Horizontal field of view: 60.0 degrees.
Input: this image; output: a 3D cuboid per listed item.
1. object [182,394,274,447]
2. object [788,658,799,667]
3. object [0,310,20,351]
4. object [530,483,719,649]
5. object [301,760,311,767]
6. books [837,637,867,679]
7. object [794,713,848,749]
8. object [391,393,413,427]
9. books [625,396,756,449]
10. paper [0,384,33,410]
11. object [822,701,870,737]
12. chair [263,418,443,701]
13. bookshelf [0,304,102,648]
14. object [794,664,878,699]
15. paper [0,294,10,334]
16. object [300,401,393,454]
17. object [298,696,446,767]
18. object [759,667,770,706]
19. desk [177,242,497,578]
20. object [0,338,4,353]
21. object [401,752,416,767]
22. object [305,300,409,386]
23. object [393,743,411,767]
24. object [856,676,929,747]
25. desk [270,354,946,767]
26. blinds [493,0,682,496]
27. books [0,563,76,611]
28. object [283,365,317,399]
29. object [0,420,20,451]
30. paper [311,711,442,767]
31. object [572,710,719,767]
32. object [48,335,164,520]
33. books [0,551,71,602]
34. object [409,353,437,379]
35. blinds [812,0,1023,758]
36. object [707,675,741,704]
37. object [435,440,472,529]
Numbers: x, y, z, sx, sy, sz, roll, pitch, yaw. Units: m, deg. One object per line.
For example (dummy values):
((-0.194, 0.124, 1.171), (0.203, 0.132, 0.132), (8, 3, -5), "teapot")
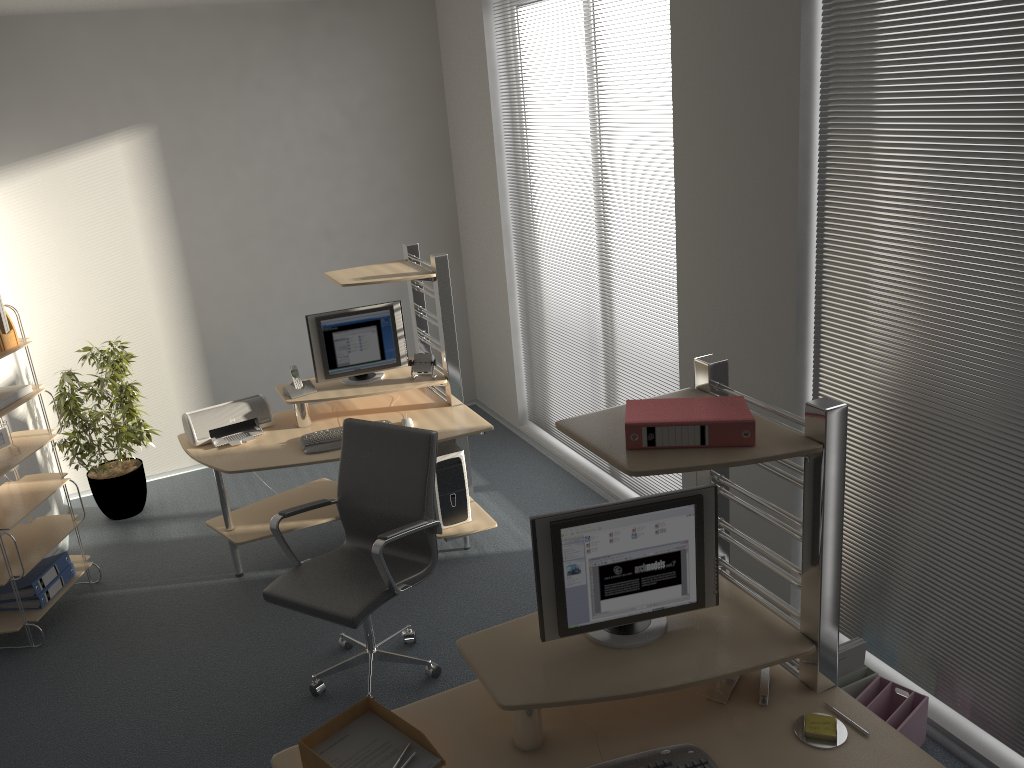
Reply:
((-1.479, 0.202, 4.688), (0.438, 0.162, 0.351), (-16, 22, -29), "object")
((1.144, 1.126, 3.527), (0.245, 0.202, 0.185), (-13, 20, -22), "object")
((-2.548, -0.294, 4.268), (0.243, 0.259, 0.113), (-3, 19, 7), "object")
((0.316, 0.489, 2.484), (0.516, 0.418, 0.245), (-6, 19, -1), "object")
((-0.352, 0.984, 2.258), (0.309, 0.060, 0.225), (13, 26, 43), "object")
((1.221, 1.112, 3.330), (0.220, 0.306, 0.068), (-13, 20, -22), "books")
((0.798, 0.886, 2.291), (0.132, 0.026, 0.132), (-13, 20, -22), "object")
((-0.621, 0.129, 4.952), (0.168, 0.088, 0.742), (-12, 20, -20), "object")
((0.463, 0.086, 2.345), (0.320, 0.072, 0.262), (-2, 19, 9), "books")
((-2.511, 0.073, 4.300), (0.213, 0.046, 0.297), (-4, 19, 4), "paper")
((0.872, 0.875, 2.327), (0.011, 0.011, 0.158), (-14, 21, -25), "object")
((-0.635, 0.765, 3.716), (0.584, 1.048, 0.652), (6, 22, 31), "chair")
((-2.497, 0.451, 4.330), (0.381, 1.572, 0.724), (-4, 19, 4), "bookshelf")
((1.221, 1.175, 3.365), (0.245, 0.202, 0.185), (-13, 20, -22), "object")
((-2.549, -0.319, 4.281), (0.213, 0.297, 0.045), (-3, 19, 7), "paper")
((-0.917, 0.211, 4.801), (0.478, 0.082, 0.814), (-10, 19, -15), "object")
((-0.356, 0.931, 2.240), (0.309, 0.060, 0.225), (13, 26, 43), "object")
((0.699, 0.831, 2.453), (0.022, 0.042, 0.134), (1, 20, 18), "object")
((-0.961, 0.198, 4.659), (1.469, 1.566, 0.967), (-13, 20, -22), "desk")
((-2.559, -0.253, 4.151), (0.243, 0.259, 0.113), (-4, 19, 4), "object")
((-0.283, 0.956, 2.172), (0.008, 0.009, 0.159), (6, 22, 29), "object")
((-0.844, -0.230, 4.897), (0.516, 0.418, 0.245), (-8, 19, -8), "object")
((-0.289, 0.948, 2.200), (0.008, 0.009, 0.159), (2, 20, 21), "object")
((1.340, 1.227, 3.179), (0.245, 0.202, 0.185), (-21, 24, -38), "object")
((0.206, 0.924, 2.226), (1.469, 1.566, 0.967), (-13, 20, -22), "desk")
((0.420, -0.791, 5.038), (0.037, 2.749, 1.950), (-13, 20, -22), "blinds")
((-2.432, 1.029, 4.512), (0.262, 0.072, 0.320), (-4, 19, 5), "books")
((-1.158, -0.021, 4.782), (0.150, 0.151, 0.119), (-19, 23, -35), "object")
((-2.491, 0.282, 4.261), (0.077, 0.161, 0.192), (2, 20, 21), "object")
((-0.354, 0.947, 2.245), (0.297, 0.010, 0.210), (13, 26, 43), "paper")
((0.209, 0.940, 2.367), (0.478, 0.082, 0.814), (-10, 19, -15), "object")
((-2.487, 0.284, 5.490), (0.544, 1.147, 0.644), (-3, 19, 5), "object")
((-2.446, 0.978, 4.496), (0.263, 0.100, 0.320), (-4, 19, 5), "books")
((-0.484, -0.100, 4.856), (0.154, 0.135, 0.093), (-1, 19, 13), "object")
((1.591, -0.064, 2.600), (0.022, 2.770, 1.950), (-13, 20, -22), "blinds")
((0.600, 0.817, 2.487), (0.054, 0.064, 0.159), (7, 22, 32), "object")
((-0.416, 0.516, 4.927), (0.199, 0.422, 0.471), (-13, 20, -22), "object")
